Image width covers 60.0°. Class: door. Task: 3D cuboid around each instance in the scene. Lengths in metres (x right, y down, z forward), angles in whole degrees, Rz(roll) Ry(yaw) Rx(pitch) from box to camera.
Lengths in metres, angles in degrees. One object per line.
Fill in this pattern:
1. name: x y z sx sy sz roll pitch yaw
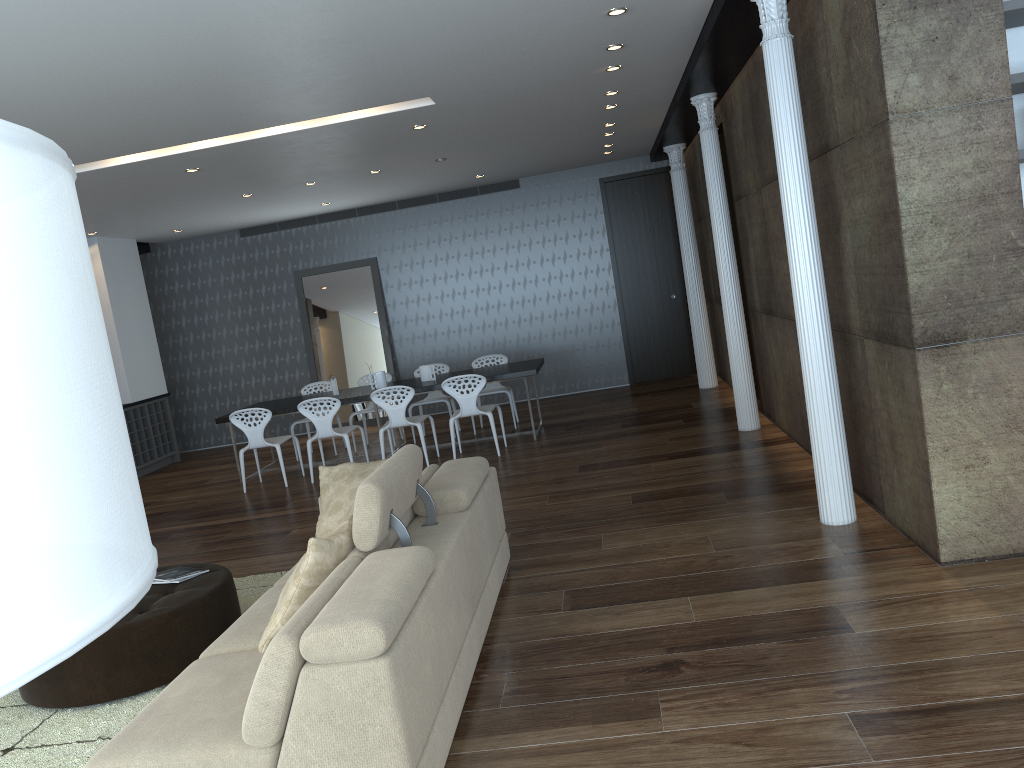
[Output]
1. door: 2.436 -1.181 8.660 0.510 2.814 1.000 -9 6 7
2. door: 1.883 -1.452 12.045 1.000 2.814 0.246 -9 6 7

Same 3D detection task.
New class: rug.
1. rug: -1.952 1.514 3.608 2.972 0.020 4.231 -9 6 7

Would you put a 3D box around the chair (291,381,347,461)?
1. chair: -2.295 0.415 10.484 0.495 0.835 0.581 -9 6 7

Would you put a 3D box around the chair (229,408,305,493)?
1. chair: -2.478 0.615 8.902 0.495 0.835 0.581 -9 6 7

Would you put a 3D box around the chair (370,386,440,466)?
1. chair: -1.067 0.400 8.723 0.495 0.835 0.581 -9 6 7

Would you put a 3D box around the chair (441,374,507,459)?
1. chair: -0.382 0.293 8.662 0.495 0.835 0.581 -9 6 7

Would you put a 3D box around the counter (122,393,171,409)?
1. counter: -5.261 0.434 10.158 1.000 0.040 3.700 -9 6 7

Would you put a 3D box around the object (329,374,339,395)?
1. object: -1.937 0.009 9.619 0.076 0.233 0.161 -11 6 -12

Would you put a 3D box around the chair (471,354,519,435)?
1. chair: -0.226 0.098 10.241 0.495 0.835 0.581 -9 6 7

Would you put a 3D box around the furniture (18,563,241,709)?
1. furniture: -1.919 1.227 4.462 1.057 0.355 1.057 -9 6 8

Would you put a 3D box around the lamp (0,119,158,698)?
1. lamp: -0.554 0.718 0.722 0.698 1.728 0.698 -6 7 30

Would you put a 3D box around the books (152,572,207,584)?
1. books: -1.773 1.005 4.614 0.300 0.031 0.219 -7 6 22

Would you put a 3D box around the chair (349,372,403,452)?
1. chair: -1.605 0.309 10.403 0.495 0.835 0.581 -9 6 7

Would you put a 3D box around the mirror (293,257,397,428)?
1. mirror: -2.286 -0.527 12.340 1.200 2.294 0.240 -9 6 7

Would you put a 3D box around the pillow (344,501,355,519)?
1. pillow: -0.678 0.647 4.068 0.301 0.439 0.534 -8 6 10

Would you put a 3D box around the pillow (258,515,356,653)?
1. pillow: -0.750 0.736 3.454 0.368 0.416 0.519 -8 6 11

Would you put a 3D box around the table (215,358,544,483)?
1. table: -1.309 0.391 9.670 3.400 0.733 1.200 -9 6 7

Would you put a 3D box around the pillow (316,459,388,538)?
1. pillow: -0.834 0.612 4.849 0.518 0.393 0.395 -8 6 10

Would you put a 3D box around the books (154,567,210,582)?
1. books: -1.758 0.993 4.633 0.301 0.040 0.220 -4 8 41

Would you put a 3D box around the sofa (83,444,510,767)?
1. sofa: -0.695 0.808 3.832 1.021 0.950 2.581 -9 6 7

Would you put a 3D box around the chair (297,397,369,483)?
1. chair: -1.790 0.510 8.816 0.495 0.835 0.581 -9 6 7

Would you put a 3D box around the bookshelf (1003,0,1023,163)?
1. bookshelf: 4.457 -1.805 3.650 4.804 0.942 0.400 -9 6 7

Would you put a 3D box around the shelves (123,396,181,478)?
1. shelves: -5.088 0.771 11.195 0.900 0.897 1.700 -9 6 7

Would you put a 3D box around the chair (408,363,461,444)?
1. chair: -0.916 0.204 10.322 0.495 0.835 0.581 -9 6 7
